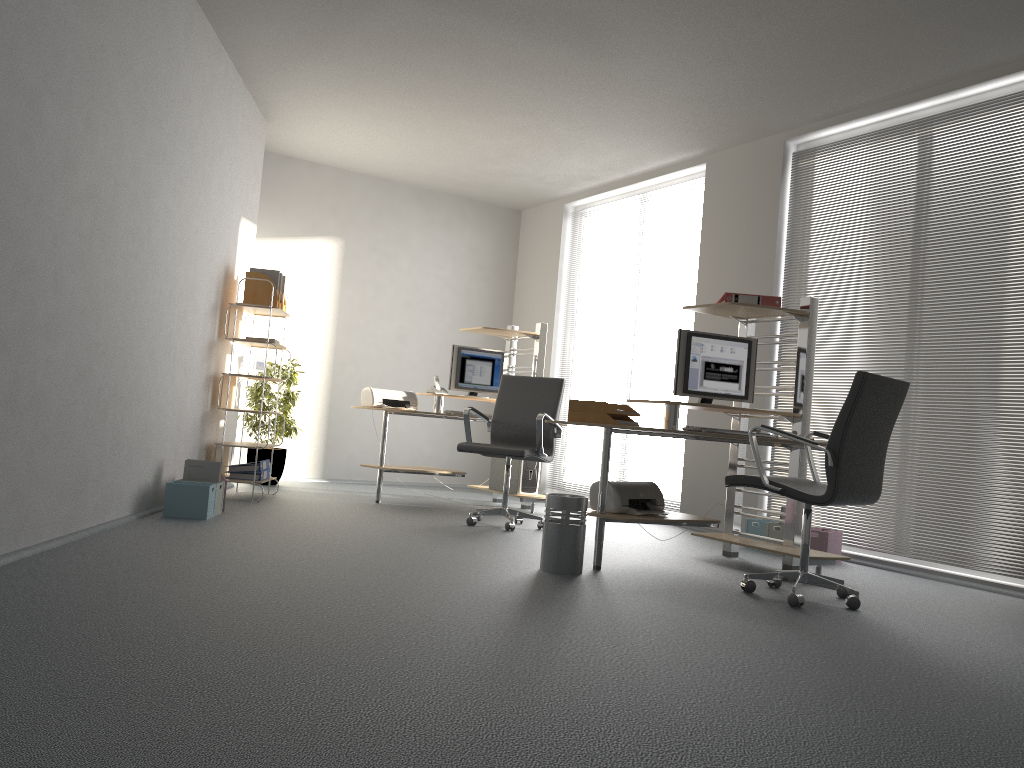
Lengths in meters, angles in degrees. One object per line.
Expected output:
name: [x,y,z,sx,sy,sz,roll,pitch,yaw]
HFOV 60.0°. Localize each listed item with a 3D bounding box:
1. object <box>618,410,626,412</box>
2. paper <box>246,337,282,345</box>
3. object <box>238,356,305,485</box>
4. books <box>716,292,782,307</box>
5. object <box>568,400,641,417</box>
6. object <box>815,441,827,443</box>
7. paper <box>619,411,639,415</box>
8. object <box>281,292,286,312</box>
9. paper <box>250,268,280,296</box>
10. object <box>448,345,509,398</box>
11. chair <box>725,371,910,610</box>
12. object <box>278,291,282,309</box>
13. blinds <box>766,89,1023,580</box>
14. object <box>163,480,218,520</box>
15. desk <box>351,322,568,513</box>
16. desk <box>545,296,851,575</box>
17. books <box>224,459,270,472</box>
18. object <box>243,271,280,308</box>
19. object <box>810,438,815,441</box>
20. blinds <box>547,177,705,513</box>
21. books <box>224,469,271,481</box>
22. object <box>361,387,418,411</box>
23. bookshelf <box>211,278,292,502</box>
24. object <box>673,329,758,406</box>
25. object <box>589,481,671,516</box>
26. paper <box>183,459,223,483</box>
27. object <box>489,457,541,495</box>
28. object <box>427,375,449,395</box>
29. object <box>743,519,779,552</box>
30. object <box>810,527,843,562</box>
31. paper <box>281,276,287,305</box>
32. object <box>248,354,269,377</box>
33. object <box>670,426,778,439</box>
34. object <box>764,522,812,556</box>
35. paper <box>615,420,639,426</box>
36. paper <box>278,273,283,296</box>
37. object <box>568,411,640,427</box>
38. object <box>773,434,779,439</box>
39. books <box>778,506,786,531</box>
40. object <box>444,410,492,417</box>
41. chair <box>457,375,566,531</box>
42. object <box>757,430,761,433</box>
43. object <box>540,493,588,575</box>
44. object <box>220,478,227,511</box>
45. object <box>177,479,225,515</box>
object: [0.571,0.140,4.617,0.008,0.009,0.159,4,-3,22]
paper: [-1.861,-0.313,6.656,0.213,0.046,0.297,5,-3,-4]
object: [-2.063,0.303,7.675,0.544,1.147,0.644,5,-3,-3]
books: [1.376,-0.470,5.185,0.320,0.072,0.262,5,-3,1]
object: [0.490,0.127,4.681,0.309,0.060,0.225,3,-3,38]
object: [1.684,0.321,4.920,0.011,0.011,0.158,7,-3,-34]
paper: [0.490,0.144,4.680,0.297,0.010,0.210,3,-3,38]
object: [-1.847,-0.669,6.759,0.243,0.259,0.113,5,-3,-1]
paper: [-1.834,-0.698,6.532,0.213,0.297,0.045,5,-3,-6]
object: [-0.295,-0.092,7.506,0.516,0.418,0.245,6,-3,-17]
chair: [1.406,0.478,4.151,0.652,1.048,0.584,2,-4,45]
object: [-1.844,-0.674,6.634,0.243,0.259,0.113,5,-3,-4]
blinds: [2.455,-0.321,5.603,0.022,2.770,1.950,6,-3,-31]
object: [-1.870,0.679,5.163,0.245,0.202,0.185,5,-3,-5]
desk: [-0.421,0.199,7.114,1.469,1.566,0.967,6,-3,-31]
desk: [1.044,0.214,4.734,1.469,1.566,0.967,6,-3,-31]
books: [-1.940,0.599,6.505,0.263,0.100,0.320,5,-3,-3]
object: [-1.832,-0.679,6.511,0.243,0.259,0.113,5,-3,-6]
object: [1.616,0.305,4.875,0.132,0.026,0.132,6,-3,-31]
blinds: [0.986,-0.337,7.988,0.037,2.749,1.950,6,-3,-31]
books: [-1.935,0.655,6.503,0.262,0.072,0.320,5,-3,-3]
object: [-0.933,0.122,7.081,0.438,0.162,0.351,7,-3,-40]
bookshelf: [-1.898,0.047,6.543,0.381,1.572,0.724,5,-3,-4]
object: [1.160,-0.076,5.146,0.516,0.418,0.245,5,-3,-10]
object: [0.673,0.600,4.677,0.351,0.162,0.438,2,-4,43]
paper: [-1.881,0.616,5.365,0.220,0.306,0.068,5,-3,-5]
object: [0.029,0.680,7.303,0.199,0.422,0.471,6,-3,-31]
object: [-0.607,0.006,7.287,0.119,0.151,0.150,2,-4,44]
object: [1.718,1.021,5.962,0.245,0.202,0.185,6,-3,-31]
object: [1.955,1.026,5.626,0.185,0.202,0.245,3,-3,41]
paper: [-1.848,-0.687,6.780,0.213,0.297,0.045,5,-3,-1]
object: [-1.860,-0.131,6.545,0.077,0.161,0.192,4,-3,14]
object: [1.021,0.279,4.859,0.478,0.082,0.814,6,-3,-24]
object: [1.814,1.022,5.804,0.245,0.202,0.185,6,-3,-31]
paper: [0.485,0.196,4.677,0.297,0.019,0.210,3,-3,38]
paper: [-1.845,-0.693,6.656,0.213,0.297,0.045,5,-3,-4]
object: [0.485,0.183,4.679,0.309,0.060,0.225,3,-3,38]
object: [1.499,0.294,5.033,0.022,0.042,0.134,4,-3,11]
books: [1.828,0.952,5.794,0.220,0.306,0.068,6,-3,-31]
object: [-0.403,0.267,7.245,0.478,0.082,0.814,6,-3,-24]
chair: [-0.011,0.445,6.071,0.584,1.048,0.652,4,-3,24]
object: [1.397,0.276,5.059,0.054,0.064,0.159,4,-3,25]
object: [0.254,0.733,4.331,0.208,0.377,0.208,4,-3,12]
object: [-1.933,0.692,5.569,0.245,0.202,0.185,6,-3,-23]
object: [-1.886,0.686,5.347,0.245,0.202,0.185,5,-3,-5]
